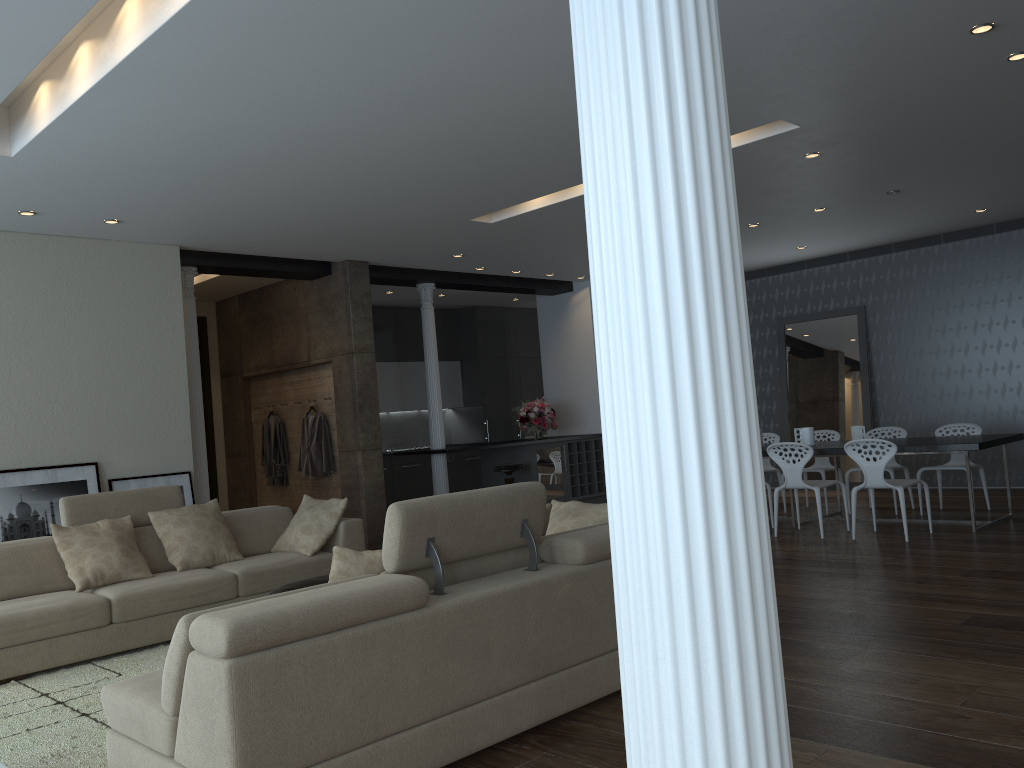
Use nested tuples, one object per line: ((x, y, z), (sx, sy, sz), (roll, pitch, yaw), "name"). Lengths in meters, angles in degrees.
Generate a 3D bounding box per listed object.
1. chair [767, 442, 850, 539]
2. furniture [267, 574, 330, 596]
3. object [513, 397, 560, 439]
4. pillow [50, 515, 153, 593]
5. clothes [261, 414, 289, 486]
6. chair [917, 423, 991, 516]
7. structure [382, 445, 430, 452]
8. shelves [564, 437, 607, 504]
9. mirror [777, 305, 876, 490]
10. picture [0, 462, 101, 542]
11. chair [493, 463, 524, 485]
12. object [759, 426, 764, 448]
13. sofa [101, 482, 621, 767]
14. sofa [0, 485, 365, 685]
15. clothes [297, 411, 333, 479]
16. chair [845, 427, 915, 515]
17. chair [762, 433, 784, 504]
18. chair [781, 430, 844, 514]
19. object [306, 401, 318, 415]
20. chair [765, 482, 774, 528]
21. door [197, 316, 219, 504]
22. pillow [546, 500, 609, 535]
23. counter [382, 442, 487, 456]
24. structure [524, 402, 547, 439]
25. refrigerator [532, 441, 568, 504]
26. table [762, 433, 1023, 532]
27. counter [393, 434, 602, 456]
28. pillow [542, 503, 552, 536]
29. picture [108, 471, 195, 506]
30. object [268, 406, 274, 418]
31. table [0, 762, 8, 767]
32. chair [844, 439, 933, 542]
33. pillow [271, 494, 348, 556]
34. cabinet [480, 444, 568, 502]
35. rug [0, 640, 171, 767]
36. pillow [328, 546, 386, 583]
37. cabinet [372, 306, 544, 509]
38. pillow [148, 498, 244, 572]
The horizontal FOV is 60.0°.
((2.577, 0.908, 7.803), (0.581, 0.835, 0.495), (-2, -3, -45), "chair")
((-0.844, 1.292, 5.026), (1.057, 0.355, 1.057), (-2, -3, -43), "furniture")
((0.329, 0.443, 11.551), (0.544, 0.552, 0.570), (-3, -3, -39), "object")
((-2.588, 1.056, 5.602), (0.368, 0.416, 0.519), (-7, -3, 41), "pillow")
((-2.813, 0.775, 10.412), (0.141, 0.855, 0.569), (-2, -3, -45), "clothes")
((4.211, 0.804, 8.452), (0.581, 0.835, 0.495), (-2, -3, -45), "chair")
((-1.482, 0.946, 12.812), (0.900, 0.066, 0.520), (-2, -3, -45), "structure")
((0.985, 1.185, 12.253), (1.700, 0.897, 0.900), (-2, -3, -45), "shelves")
((4.011, 0.210, 11.393), (0.240, 2.294, 1.200), (-2, -3, -45), "mirror")
((-3.697, 1.214, 6.744), (1.183, 1.140, 0.225), (-2, -3, -45), "picture")
((1.746, 1.164, 7.629), (16.134, 0.952, 21.556), (-2, -3, -45), "chair")
((2.514, 0.531, 9.055), (0.076, 0.233, 0.161), (-6, -3, 27), "object")
((-0.247, 0.914, 3.773), (2.581, 0.950, 1.021), (-2, -3, -45), "sofa")
((-2.315, 1.164, 5.858), (2.581, 0.950, 1.021), (-2, -3, -45), "sofa")
((-2.192, 0.673, 9.771), (0.700, 0.735, 0.173), (-7, -3, 44), "clothes")
((3.718, 0.864, 8.949), (0.581, 0.835, 0.495), (-2, -3, -45), "chair")
((2.733, 0.983, 9.943), (0.581, 0.835, 0.495), (-2, -3, -45), "chair")
((3.226, 0.923, 9.446), (0.581, 0.835, 0.495), (-2, -3, -45), "chair")
((-2.205, 0.286, 9.790), (0.010, 0.219, 0.430), (-2, -3, -45), "object")
((2.066, 0.970, 8.331), (0.581, 0.835, 0.495), (-2, -3, -45), "chair")
((-4.172, 0.577, 10.799), (1.037, 2.814, 0.246), (-2, -3, -45), "door")
((0.305, 0.798, 4.652), (0.395, 0.393, 0.518), (-3, -3, -41), "pillow")
((-1.930, 1.075, 12.412), (3.597, 0.223, 0.807), (-2, -3, -45), "counter")
((0.215, 0.614, 14.425), (0.595, 0.596, 0.591), (-2, -3, -45), "structure")
((0.475, 1.121, 11.143), (0.578, 0.774, 0.075), (-3, -3, -41), "refrigerator")
((2.986, 0.963, 8.690), (1.200, 0.733, 3.400), (-2, -3, -45), "table")
((0.240, 0.746, 11.566), (3.700, 0.040, 1.000), (-2, -3, -45), "counter")
((-0.068, 0.777, 3.948), (0.534, 0.439, 0.301), (-3, -3, -41), "pillow")
((-2.977, 1.261, 7.471), (0.700, 0.988, 0.195), (-2, -3, -45), "picture")
((-2.829, 0.362, 10.436), (0.010, 0.219, 0.430), (-2, -3, -45), "object")
((-1.957, 1.375, 2.605), (0.900, 0.170, 0.900), (-2, -3, -45), "table")
((3.079, 0.848, 7.324), (0.581, 0.835, 0.495), (-2, -3, -45), "chair")
((-1.448, 1.010, 6.419), (0.518, 0.393, 0.395), (-7, -3, 42), "pillow")
((0.156, 1.217, 11.427), (0.642, 0.897, 0.900), (-2, -3, -45), "cabinet")
((-1.437, 1.500, 4.380), (4.231, 0.020, 2.972), (-2, -3, -45), "rug")
((-0.519, 0.806, 3.516), (0.519, 0.416, 0.368), (-3, -3, -40), "pillow")
((-0.629, 0.323, 13.778), (7.409, 2.980, 0.827), (-2, -3, -45), "cabinet")
((-2.155, 1.029, 6.052), (0.301, 0.439, 0.534), (-7, -3, 41), "pillow")
